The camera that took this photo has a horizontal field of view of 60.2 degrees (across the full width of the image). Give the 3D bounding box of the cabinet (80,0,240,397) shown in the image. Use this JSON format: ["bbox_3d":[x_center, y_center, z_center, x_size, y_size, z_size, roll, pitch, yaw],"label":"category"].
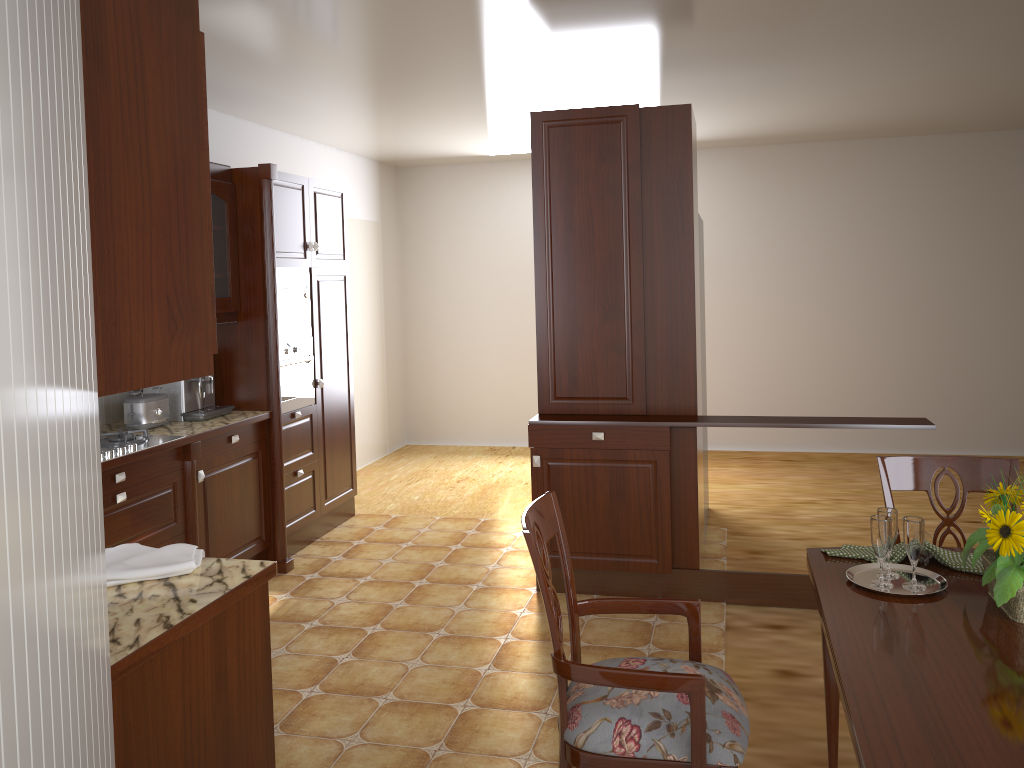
[{"bbox_3d":[-1.055,-0.525,2.886,1.368,0.775,2.798,0,7,14],"label":"cabinet"}]

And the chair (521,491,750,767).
[{"bbox_3d":[0.262,0.639,1.866,0.459,0.743,0.406,-1,3,11],"label":"chair"}]

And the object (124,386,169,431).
[{"bbox_3d":[-1.632,0.103,3.963,0.141,0.187,0.244,-1,5,15],"label":"object"}]

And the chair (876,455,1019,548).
[{"bbox_3d":[1.090,0.586,2.119,0.404,0.743,0.461,-1,4,14],"label":"chair"}]

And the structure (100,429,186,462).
[{"bbox_3d":[-1.747,0.249,3.395,0.590,0.046,0.821,0,7,14],"label":"structure"}]

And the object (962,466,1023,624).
[{"bbox_3d":[1.060,0.310,1.718,0.318,0.336,0.300,-1,4,6],"label":"object"}]

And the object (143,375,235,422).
[{"bbox_3d":[-1.552,0.000,4.252,0.323,0.320,0.276,0,4,14],"label":"object"}]

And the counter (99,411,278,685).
[{"bbox_3d":[-1.227,0.320,2.968,1.823,0.032,2.800,0,7,14],"label":"counter"}]

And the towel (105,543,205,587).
[{"bbox_3d":[-0.864,0.417,1.996,0.330,0.097,0.345,-4,7,-23],"label":"towel"}]

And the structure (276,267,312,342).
[{"bbox_3d":[-1.324,-0.426,4.718,0.316,0.384,0.498,-1,5,14],"label":"structure"}]

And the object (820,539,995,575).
[{"bbox_3d":[0.985,0.384,2.028,0.528,0.056,0.167,2,7,27],"label":"object"}]

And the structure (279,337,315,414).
[{"bbox_3d":[-1.160,-0.047,4.695,0.041,0.373,0.497,-1,5,14],"label":"structure"}]

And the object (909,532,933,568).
[{"bbox_3d":[0.952,0.385,2.061,0.046,0.046,0.147,1,7,27],"label":"object"}]

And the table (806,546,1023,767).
[{"bbox_3d":[0.896,0.775,1.329,0.734,0.555,1.688,0,6,14],"label":"table"}]
